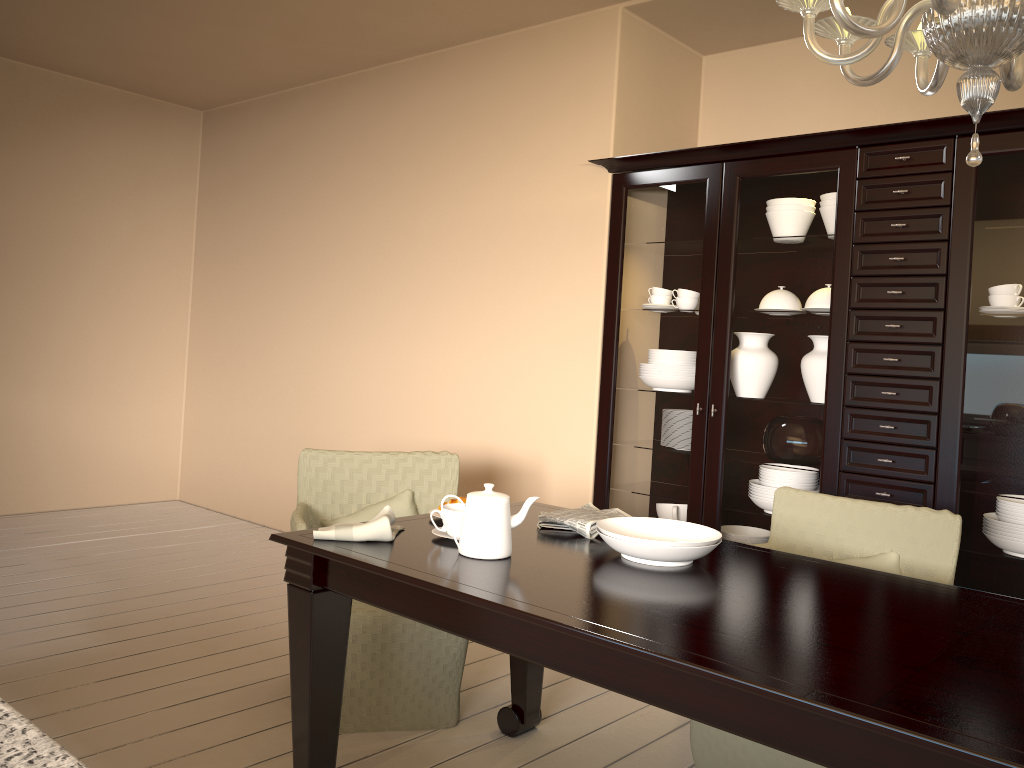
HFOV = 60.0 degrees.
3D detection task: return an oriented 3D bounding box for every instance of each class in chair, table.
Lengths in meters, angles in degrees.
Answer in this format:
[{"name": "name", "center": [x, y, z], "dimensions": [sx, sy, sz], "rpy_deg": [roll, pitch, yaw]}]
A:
[{"name": "chair", "center": [0.806, 0.715, 2.354], "dimensions": [0.561, 0.801, 0.564], "rpy_deg": [3, 1, -43]}, {"name": "table", "center": [0.477, 0.741, 1.710], "dimensions": [1.993, 0.653, 0.917], "rpy_deg": [5, 2, 41]}, {"name": "chair", "center": [-0.411, 0.629, 2.752], "dimensions": [0.563, 0.801, 0.562], "rpy_deg": [3, 0, -13]}]

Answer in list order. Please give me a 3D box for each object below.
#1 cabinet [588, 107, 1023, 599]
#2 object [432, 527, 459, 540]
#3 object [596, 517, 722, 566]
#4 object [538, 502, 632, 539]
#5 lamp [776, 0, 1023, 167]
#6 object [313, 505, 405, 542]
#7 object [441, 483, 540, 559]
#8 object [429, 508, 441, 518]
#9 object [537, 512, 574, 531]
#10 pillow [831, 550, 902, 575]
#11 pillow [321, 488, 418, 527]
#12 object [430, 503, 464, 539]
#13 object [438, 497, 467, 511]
[{"name": "cabinet", "center": [1.484, 0.081, 3.188], "dimensions": [2.492, 1.840, 0.887], "rpy_deg": [4, 1, 41]}, {"name": "object", "center": [-0.114, 0.359, 2.102], "dimensions": [0.154, 0.012, 0.154], "rpy_deg": [4, 2, 2]}, {"name": "object", "center": [0.331, 0.362, 2.013], "dimensions": [0.282, 0.066, 0.281], "rpy_deg": [5, 2, 35]}, {"name": "object", "center": [0.203, 0.356, 2.314], "dimensions": [0.165, 0.051, 0.233], "rpy_deg": [5, 2, 41]}, {"name": "lamp", "center": [0.834, -0.939, 1.538], "dimensions": [0.674, 1.128, 0.701], "rpy_deg": [3, 0, -31]}, {"name": "object", "center": [-0.361, 0.319, 2.072], "dimensions": [0.197, 0.063, 0.204], "rpy_deg": [4, 2, 3]}, {"name": "object", "center": [-0.051, 0.296, 1.950], "dimensions": [0.198, 0.156, 0.118], "rpy_deg": [3, 1, -43]}, {"name": "object", "center": [-0.121, 0.349, 2.341], "dimensions": [0.194, 0.014, 0.194], "rpy_deg": [4, 2, 17]}, {"name": "object", "center": [0.185, 0.368, 2.346], "dimensions": [0.232, 0.027, 0.164], "rpy_deg": [4, 2, 6]}, {"name": "pillow", "center": [0.899, 0.589, 2.419], "dimensions": [0.441, 0.295, 0.192], "rpy_deg": [4, 1, 40]}, {"name": "pillow", "center": [-0.420, 0.494, 2.861], "dimensions": [0.315, 0.295, 0.247], "rpy_deg": [3, 1, -36]}, {"name": "object", "center": [-0.114, 0.328, 2.099], "dimensions": [0.116, 0.069, 0.125], "rpy_deg": [4, 2, 34]}, {"name": "object", "center": [-0.125, 0.325, 2.351], "dimensions": [0.138, 0.051, 0.062], "rpy_deg": [3, 1, -30]}]
